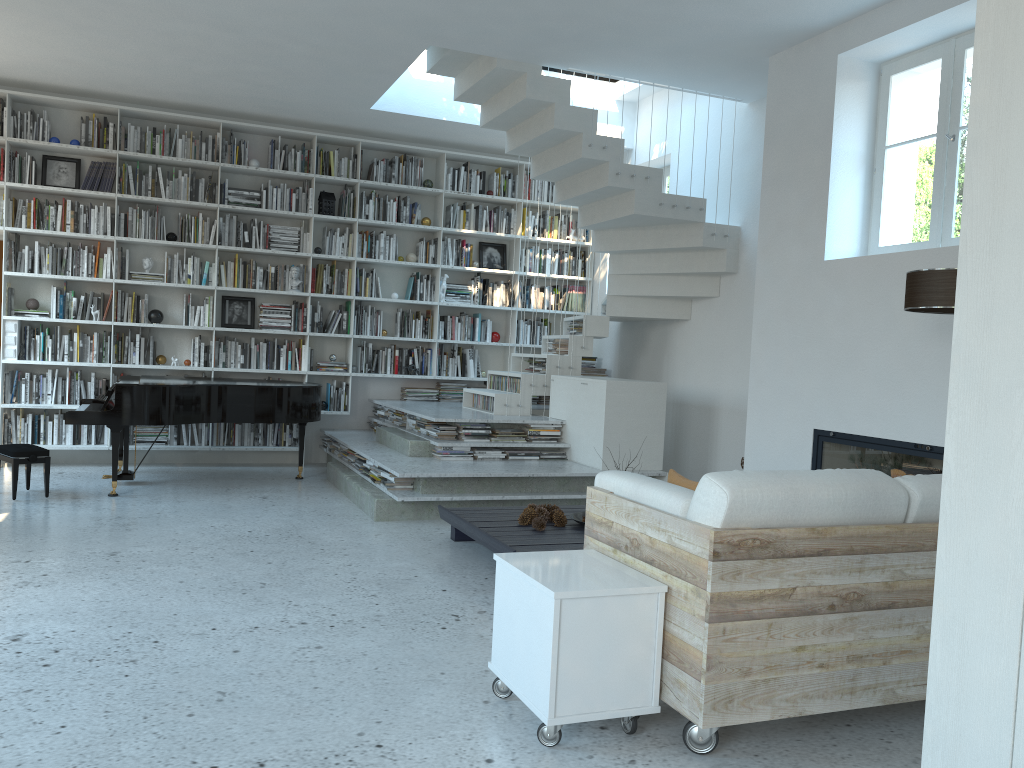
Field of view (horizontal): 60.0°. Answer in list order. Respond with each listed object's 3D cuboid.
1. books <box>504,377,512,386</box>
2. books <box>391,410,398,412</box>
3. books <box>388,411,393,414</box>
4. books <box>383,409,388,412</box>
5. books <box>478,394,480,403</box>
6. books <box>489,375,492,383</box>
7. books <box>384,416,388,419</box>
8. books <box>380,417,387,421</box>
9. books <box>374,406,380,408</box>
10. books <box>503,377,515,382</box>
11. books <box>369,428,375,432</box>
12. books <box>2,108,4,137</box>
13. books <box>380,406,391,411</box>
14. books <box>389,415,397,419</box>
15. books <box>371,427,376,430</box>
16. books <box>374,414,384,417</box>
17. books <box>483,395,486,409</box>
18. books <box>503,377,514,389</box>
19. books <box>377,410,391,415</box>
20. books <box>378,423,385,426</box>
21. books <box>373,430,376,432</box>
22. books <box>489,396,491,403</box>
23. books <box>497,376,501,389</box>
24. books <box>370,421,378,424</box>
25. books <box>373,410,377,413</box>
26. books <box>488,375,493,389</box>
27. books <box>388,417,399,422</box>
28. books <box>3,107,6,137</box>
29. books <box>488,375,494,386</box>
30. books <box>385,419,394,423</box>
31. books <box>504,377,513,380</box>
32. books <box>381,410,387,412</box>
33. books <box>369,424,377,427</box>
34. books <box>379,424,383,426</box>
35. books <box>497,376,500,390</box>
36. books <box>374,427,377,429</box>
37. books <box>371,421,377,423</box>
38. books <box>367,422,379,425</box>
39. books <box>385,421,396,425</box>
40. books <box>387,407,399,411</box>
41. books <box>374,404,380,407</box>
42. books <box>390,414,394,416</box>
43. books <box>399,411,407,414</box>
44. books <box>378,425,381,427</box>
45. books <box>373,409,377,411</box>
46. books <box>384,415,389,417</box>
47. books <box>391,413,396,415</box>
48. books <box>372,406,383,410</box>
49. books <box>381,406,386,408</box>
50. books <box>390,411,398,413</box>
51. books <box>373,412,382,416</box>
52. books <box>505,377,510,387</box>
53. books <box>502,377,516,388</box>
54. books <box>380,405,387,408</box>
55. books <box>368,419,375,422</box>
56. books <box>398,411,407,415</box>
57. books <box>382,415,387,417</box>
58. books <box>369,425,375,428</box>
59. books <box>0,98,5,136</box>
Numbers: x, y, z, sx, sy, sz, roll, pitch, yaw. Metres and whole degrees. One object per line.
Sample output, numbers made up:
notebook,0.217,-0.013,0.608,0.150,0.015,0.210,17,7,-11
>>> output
books,-0.010,0.004,7.942,0.125,0.125,0.008,2,3,-22
books,-1.033,0.249,8.233,0.149,0.013,0.220,2,2,-19
books,-1.039,0.269,8.232,0.167,0.008,0.234,2,2,-23
books,-1.149,0.251,8.515,0.143,0.012,0.263,2,2,-17
books,-0.249,0.160,8.129,0.125,0.125,0.007,2,3,-22
books,-0.153,-0.016,8.300,0.125,0.125,0.008,2,3,-22
books,-1.141,0.322,8.523,0.131,0.021,0.240,2,2,-20
books,-1.159,0.340,8.517,0.173,0.017,0.233,2,2,-23
books,-1.259,0.227,8.783,0.167,0.008,0.234,2,2,-23
books,-0.022,0.002,7.972,0.125,0.125,0.010,2,3,-22
books,-1.316,0.455,8.813,0.163,0.019,0.187,2,2,-23
books,-4.276,-2.176,7.478,0.025,0.259,0.138,2,3,-22
books,-1.150,0.236,8.513,0.163,0.018,0.289,2,2,-23
books,-1.035,0.308,8.236,0.154,0.018,0.220,2,2,-23
books,-1.315,0.443,8.812,0.144,0.005,0.257,2,2,-17
books,-1.263,0.311,8.787,0.163,0.017,0.232,2,2,-20
books,-0.195,0.167,7.992,0.125,0.125,0.007,2,3,-22
books,-0.018,0.003,7.963,0.125,0.125,0.008,2,3,-22
books,-1.167,0.279,8.509,0.189,0.030,0.237,2,2,-25
books,-1.191,0.383,8.522,0.149,0.014,0.228,2,2,-24
books,-1.215,0.460,8.517,0.187,0.009,0.260,2,2,-19
books,-0.143,0.174,7.864,0.125,0.125,0.010,2,3,-22
books,-0.073,-0.005,8.101,0.125,0.125,0.007,2,3,-22
books,-1.316,0.386,8.808,0.159,0.009,0.210,2,2,-18
books,-1.266,0.279,8.784,0.179,0.012,0.261,2,2,-22
books,-0.159,-0.016,8.315,0.125,0.125,0.008,2,3,-22
books,-1.046,0.328,8.233,0.164,0.023,0.242,2,2,-18
books,-4.240,-2.170,7.454,0.024,0.252,0.234,2,3,-22
books,-0.162,-0.017,8.322,0.125,0.125,0.008,2,3,-22
books,-1.055,0.345,8.230,0.190,0.012,0.235,2,2,-24
books,-0.012,0.004,7.949,0.125,0.125,0.008,2,3,-22
books,-1.156,0.261,8.513,0.171,0.007,0.206,2,2,-20
books,-1.312,0.409,8.811,0.159,0.012,0.278,2,2,-23
books,-1.194,0.395,8.521,0.144,0.009,0.249,2,2,-18
books,-0.071,-0.004,8.094,0.125,0.125,0.007,2,3,-22
books,-1.209,0.434,8.518,0.180,0.017,0.182,2,2,-25
books,-1.313,0.374,8.808,0.152,0.015,0.207,2,2,-17
books,-1.323,0.394,8.806,0.184,0.006,0.262,2,2,-21
books,-1.052,0.358,8.233,0.183,0.012,0.296,2,2,-23
books,-1.044,0.234,8.227,0.165,0.015,0.243,2,2,-27
books,-1.259,0.218,8.782,0.159,0.011,0.246,2,2,-25
books,-1.030,0.293,8.237,0.150,0.013,0.215,2,2,-22
books,-0.926,0.244,7.965,0.139,0.028,0.261,2,2,-17
books,-1.190,0.408,8.524,0.137,0.018,0.200,2,2,-26
books,-1.259,0.269,8.786,0.156,0.009,0.287,2,2,-24
books,-1.155,0.298,8.515,0.163,0.008,0.294,2,2,-24
books,-1.033,0.280,8.235,0.144,0.013,0.220,2,2,-19
books,-1.270,0.238,8.779,0.171,0.015,0.252,2,2,-27
books,-1.147,0.224,8.514,0.159,0.007,0.285,2,2,-23
books,-1.033,0.260,8.233,0.160,0.010,0.179,2,2,-22
books,-1.271,0.294,8.783,0.175,0.017,0.265,2,2,-19
books,-0.001,0.005,7.921,0.125,0.125,0.008,2,3,-22
books,-0.027,0.002,7.986,0.125,0.125,0.007,2,3,-22
books,-1.157,0.210,8.509,0.171,0.020,0.193,2,2,-27
books,-1.318,0.363,8.806,0.174,0.009,0.239,2,2,-20
books,-0.917,0.265,7.970,0.128,0.013,0.296,2,2,-24
books,-1.152,0.307,8.517,0.152,0.009,0.259,2,2,-25
books,-1.316,0.421,8.811,0.170,0.012,0.215,2,2,-22
books,-4.290,-2.216,7.464,0.014,0.338,0.167,2,3,-22
